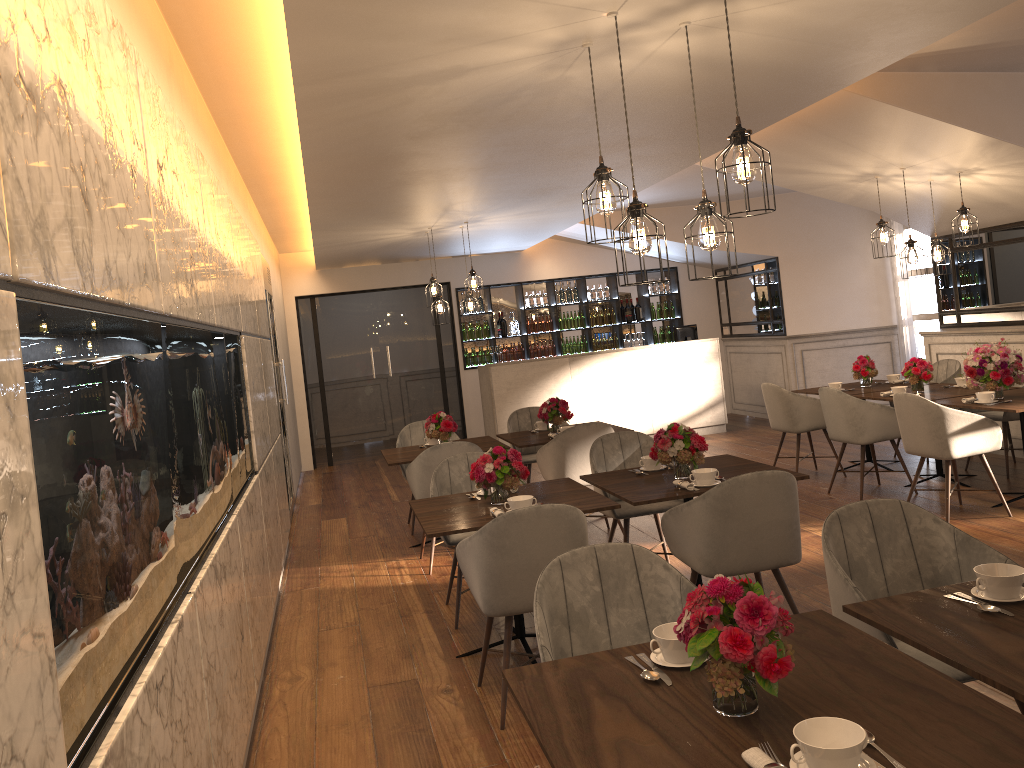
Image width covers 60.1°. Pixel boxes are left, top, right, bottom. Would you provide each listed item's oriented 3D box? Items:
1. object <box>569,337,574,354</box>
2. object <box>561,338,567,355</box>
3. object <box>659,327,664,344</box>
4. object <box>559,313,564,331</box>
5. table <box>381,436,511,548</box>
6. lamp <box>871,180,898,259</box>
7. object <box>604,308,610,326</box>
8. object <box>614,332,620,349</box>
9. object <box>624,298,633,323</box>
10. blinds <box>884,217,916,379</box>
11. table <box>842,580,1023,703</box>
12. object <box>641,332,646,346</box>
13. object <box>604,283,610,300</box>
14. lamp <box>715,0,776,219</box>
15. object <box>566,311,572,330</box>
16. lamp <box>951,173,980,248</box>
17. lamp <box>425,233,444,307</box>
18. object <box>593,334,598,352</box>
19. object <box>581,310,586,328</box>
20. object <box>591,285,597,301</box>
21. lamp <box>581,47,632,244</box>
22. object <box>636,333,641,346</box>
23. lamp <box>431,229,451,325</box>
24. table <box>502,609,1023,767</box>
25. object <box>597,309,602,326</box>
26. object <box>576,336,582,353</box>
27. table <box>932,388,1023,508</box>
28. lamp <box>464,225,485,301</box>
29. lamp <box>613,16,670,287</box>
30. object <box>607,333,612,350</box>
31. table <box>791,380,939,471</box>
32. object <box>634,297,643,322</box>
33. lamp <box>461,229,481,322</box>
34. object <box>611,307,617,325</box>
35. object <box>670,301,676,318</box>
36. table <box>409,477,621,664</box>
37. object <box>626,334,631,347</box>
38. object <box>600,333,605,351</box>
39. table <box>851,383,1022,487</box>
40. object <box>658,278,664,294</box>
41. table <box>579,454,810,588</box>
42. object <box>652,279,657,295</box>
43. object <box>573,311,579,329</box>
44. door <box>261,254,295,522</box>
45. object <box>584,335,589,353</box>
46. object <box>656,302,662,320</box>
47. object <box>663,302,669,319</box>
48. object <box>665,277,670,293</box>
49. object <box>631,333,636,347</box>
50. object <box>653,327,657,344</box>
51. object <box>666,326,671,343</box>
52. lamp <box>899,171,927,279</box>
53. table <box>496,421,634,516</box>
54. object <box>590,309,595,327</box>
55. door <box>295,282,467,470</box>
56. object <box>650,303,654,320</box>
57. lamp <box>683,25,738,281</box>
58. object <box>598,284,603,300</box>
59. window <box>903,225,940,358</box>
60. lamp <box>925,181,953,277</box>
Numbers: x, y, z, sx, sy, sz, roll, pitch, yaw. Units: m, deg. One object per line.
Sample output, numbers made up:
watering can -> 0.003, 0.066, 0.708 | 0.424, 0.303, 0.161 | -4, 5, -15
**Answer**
object -> 0.849, -0.549, 12.712 | 0.066, 0.261, 0.065 | -6, 0, -33
object -> 0.742, -0.536, 12.689 | 0.066, 0.261, 0.065 | -6, 0, -33
object -> 2.189, -0.713, 12.997 | 0.066, 0.261, 0.065 | -6, 0, -33
object -> 0.702, -0.897, 12.689 | 0.066, 0.261, 0.065 | -6, 0, -33
table -> -0.499, 0.858, 6.836 | 0.897, 0.720, 0.896 | -7, 2, -12
lamp -> 2.895, -2.049, 7.125 | 0.175, 2.070, 0.175 | -6, 0, -10
object -> 1.369, -0.978, 12.830 | 0.066, 0.261, 0.065 | -6, 0, -33
object -> 1.516, -0.631, 12.854 | 0.066, 0.261, 0.065 | -6, 0, -33
object -> 1.687, -1.064, 12.876 | 0.103, 0.359, 0.104 | -6, 1, 40
blinds -> 4.830, -0.935, 10.202 | 0.134, 2.698, 1.380 | -6, 1, -11
table -> 1.474, 0.930, 2.088 | 0.897, 0.720, 0.896 | -7, 2, -12
object -> 1.928, -0.652, 12.941 | 0.065, 0.208, 0.065 | -6, 1, 33
object -> 1.371, -1.337, 12.807 | 0.070, 0.235, 0.041 | -6, 0, -12
lamp -> 0.700, -1.611, 3.039 | 0.175, 2.070, 0.175 | -6, 0, -10
object -> 0.810, -0.911, 12.711 | 0.066, 0.263, 0.065 | -6, 0, -33
lamp -> 3.320, -2.068, 6.673 | 0.175, 2.070, 0.175 | -6, 0, -10
lamp -> -0.890, -1.818, 9.024 | 0.175, 2.070, 0.175 | -6, 0, -10
object -> 1.194, -0.592, 12.786 | 0.066, 0.261, 0.065 | -6, 0, -33
object -> 1.025, -0.937, 12.757 | 0.066, 0.263, 0.065 | -6, 0, -33
object -> 1.176, -1.313, 12.765 | 0.070, 0.235, 0.041 | -6, 0, -12
lamp -> 0.274, -1.592, 3.491 | 0.175, 2.070, 0.175 | -6, 0, -10
object -> 1.852, -0.643, 12.925 | 0.065, 0.208, 0.065 | -6, 1, 33
lamp -> -0.802, -1.614, 8.703 | 0.175, 2.070, 0.175 | -6, 0, -10
table -> 0.541, 1.044, 1.890 | 0.897, 0.720, 0.896 | -7, 2, -12
object -> 1.262, -0.965, 12.808 | 0.066, 0.261, 0.065 | -6, 0, -33
object -> 0.957, -0.563, 12.735 | 0.066, 0.261, 0.065 | -6, 0, -33
table -> 3.575, 0.455, 6.142 | 0.897, 0.720, 0.896 | -7, 2, -12
lamp -> -0.465, -1.838, 8.572 | 0.175, 2.070, 0.175 | -6, 0, -10
lamp -> 0.363, -1.387, 3.170 | 0.175, 2.070, 0.175 | -6, 0, -10
object -> 1.409, -0.618, 12.831 | 0.066, 0.261, 0.065 | -6, 0, -33
table -> 3.189, 0.385, 7.980 | 0.897, 0.720, 0.896 | -7, 2, -12
object -> 1.840, -1.085, 12.905 | 0.104, 0.359, 0.104 | -6, 0, 16
lamp -> -0.512, -1.657, 8.894 | 0.175, 2.070, 0.175 | -6, 0, -10
object -> 1.477, -0.991, 12.853 | 0.066, 0.261, 0.065 | -6, 0, -33
object -> 2.364, -1.100, 13.042 | 0.066, 0.261, 0.065 | -6, 0, -33
table -> 0.011, 0.949, 4.412 | 0.897, 0.720, 0.896 | -7, 2, -12
object -> 1.701, -0.625, 12.893 | 0.065, 0.208, 0.065 | -6, 1, 33
object -> 1.301, -0.605, 12.808 | 0.066, 0.261, 0.065 | -6, 0, -33
table -> 3.382, 0.420, 7.061 | 0.897, 0.720, 0.896 | -7, 2, -12
object -> 2.181, -1.435, 12.979 | 0.070, 0.235, 0.041 | -6, 0, -12
table -> 0.944, 0.835, 4.610 | 0.897, 0.720, 0.896 | -7, 2, -12
object -> 2.083, -1.424, 12.958 | 0.070, 0.235, 0.041 | -6, 0, -12
object -> 0.917, -0.924, 12.734 | 0.066, 0.263, 0.065 | -6, 0, -33
door -> -2.184, 0.035, 8.298 | 0.134, 2.468, 1.857 | -6, 1, -12
object -> 1.064, -0.576, 12.758 | 0.066, 0.261, 0.065 | -6, 0, -33
object -> 2.149, -1.073, 12.996 | 0.066, 0.261, 0.065 | -6, 0, -33
object -> 2.257, -1.087, 13.019 | 0.066, 0.261, 0.065 | -6, 0, -33
object -> 2.278, -1.447, 12.999 | 0.070, 0.235, 0.041 | -6, 0, -12
object -> 1.777, -0.634, 12.909 | 0.065, 0.208, 0.065 | -6, 1, 33
object -> 2.081, -0.701, 12.974 | 0.066, 0.263, 0.065 | -6, 0, -33
object -> 2.296, -0.726, 13.020 | 0.066, 0.261, 0.065 | -6, 0, -33
lamp -> 2.983, -1.844, 6.804 | 0.175, 2.070, 0.175 | -6, 0, -10
table -> 0.434, 0.744, 7.034 | 0.897, 0.720, 0.896 | -7, 2, -12
object -> 1.154, -0.952, 12.785 | 0.066, 0.261, 0.065 | -6, 0, -33
door -> -1.784, -0.138, 12.197 | 2.109, 2.334, 0.273 | -7, 0, -12
object -> 2.042, -1.061, 12.973 | 0.066, 0.263, 0.065 | -6, 0, -33
lamp -> 0.653, -1.431, 3.361 | 0.175, 2.070, 0.175 | -6, 0, -10
object -> 1.274, -1.325, 12.786 | 0.070, 0.235, 0.041 | -6, 0, -12
window -> 6.601, -0.571, 3.756 | 0.495, 2.387, 14.517 | -6, 3, -15
lamp -> 3.274, -1.887, 6.995 | 0.175, 2.070, 0.175 | -6, 0, -10
